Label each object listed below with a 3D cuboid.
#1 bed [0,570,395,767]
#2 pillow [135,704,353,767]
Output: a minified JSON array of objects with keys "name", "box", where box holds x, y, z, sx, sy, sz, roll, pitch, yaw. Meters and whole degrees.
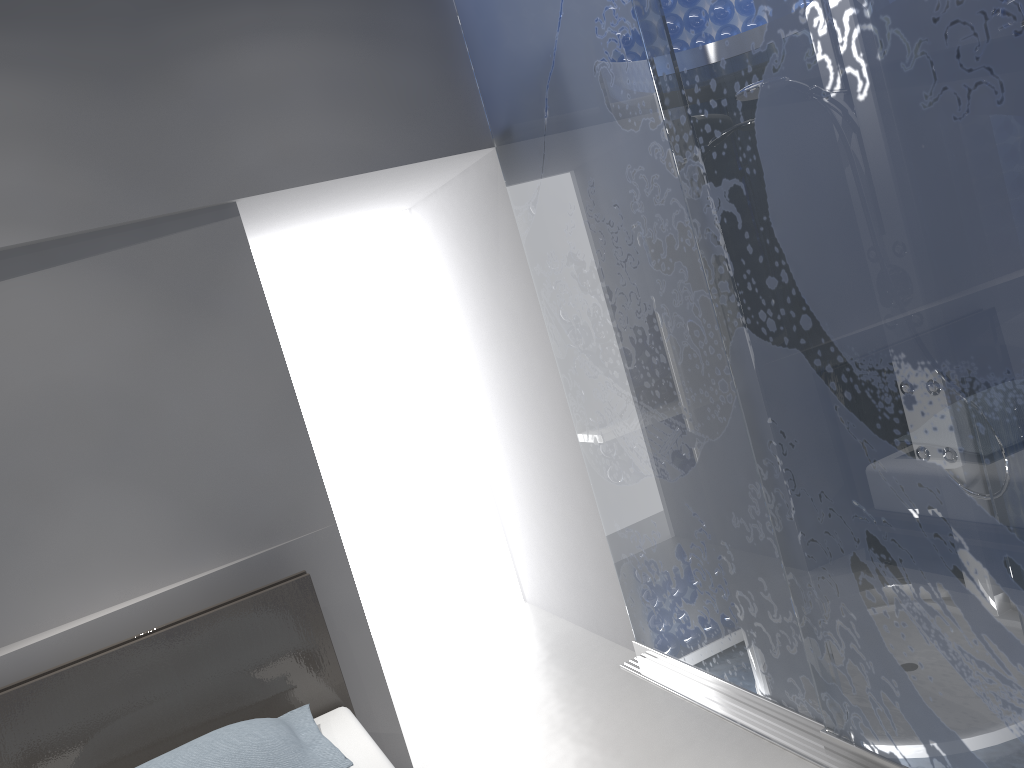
[{"name":"bed","box":[-0.552,1.062,1.531,1.411,0.752,2.319,-18,6,-23]},{"name":"pillow","box":[-0.801,1.012,2.207,0.746,0.173,0.417,-19,6,-28]}]
